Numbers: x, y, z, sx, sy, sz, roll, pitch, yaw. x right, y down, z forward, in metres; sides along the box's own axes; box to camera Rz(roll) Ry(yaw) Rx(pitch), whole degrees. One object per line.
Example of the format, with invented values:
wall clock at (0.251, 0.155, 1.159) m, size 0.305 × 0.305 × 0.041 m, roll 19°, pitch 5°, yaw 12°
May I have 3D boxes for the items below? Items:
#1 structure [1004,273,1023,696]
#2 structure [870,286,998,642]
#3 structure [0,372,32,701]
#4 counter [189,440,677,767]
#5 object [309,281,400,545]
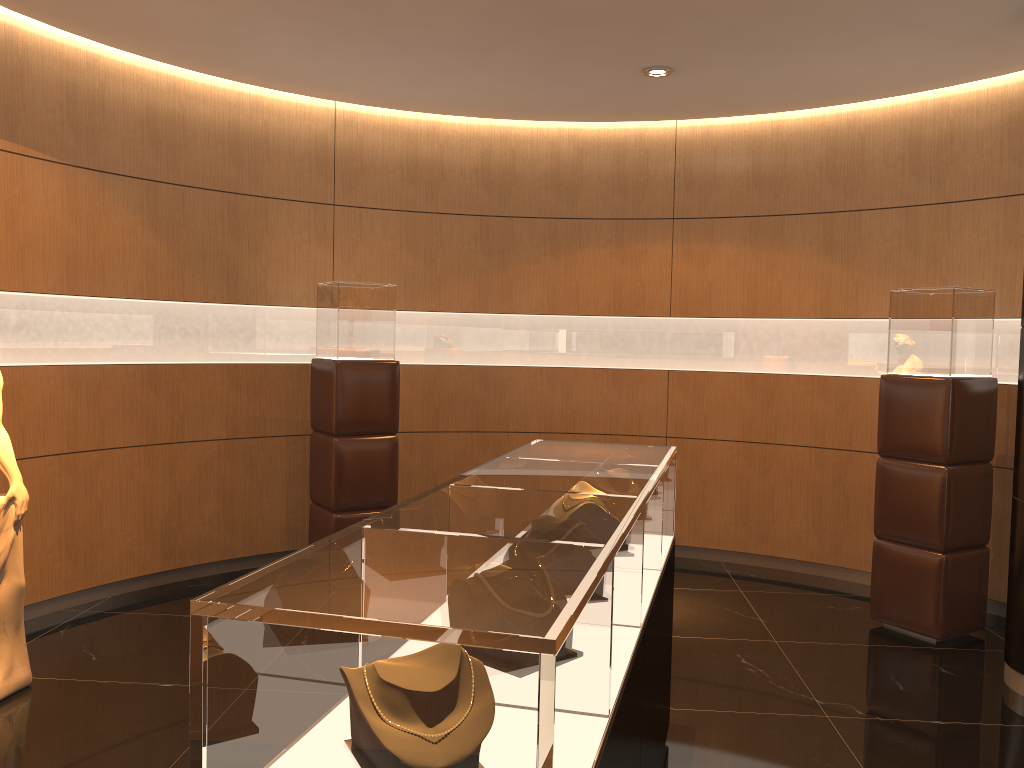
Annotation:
structure at (2.785, -0.211, 4.243) m, size 0.613 × 3.430 × 0.613 m, roll 2°, pitch 3°, yaw 19°
structure at (2.471, 0.450, 5.191) m, size 0.484 × 2.000 × 0.498 m, roll 0°, pitch 3°, yaw -31°
structure at (-2.445, 0.491, 3.799) m, size 0.477 × 1.836 × 0.733 m, roll 1°, pitch 3°, yaw 3°
counter at (0.071, 0.889, 2.587) m, size 0.615 × 1.173 × 2.514 m, roll 2°, pitch 3°, yaw 14°
object at (-1.058, 0.334, 5.931) m, size 0.484 × 2.000 × 0.498 m, roll 0°, pitch 3°, yaw -32°
